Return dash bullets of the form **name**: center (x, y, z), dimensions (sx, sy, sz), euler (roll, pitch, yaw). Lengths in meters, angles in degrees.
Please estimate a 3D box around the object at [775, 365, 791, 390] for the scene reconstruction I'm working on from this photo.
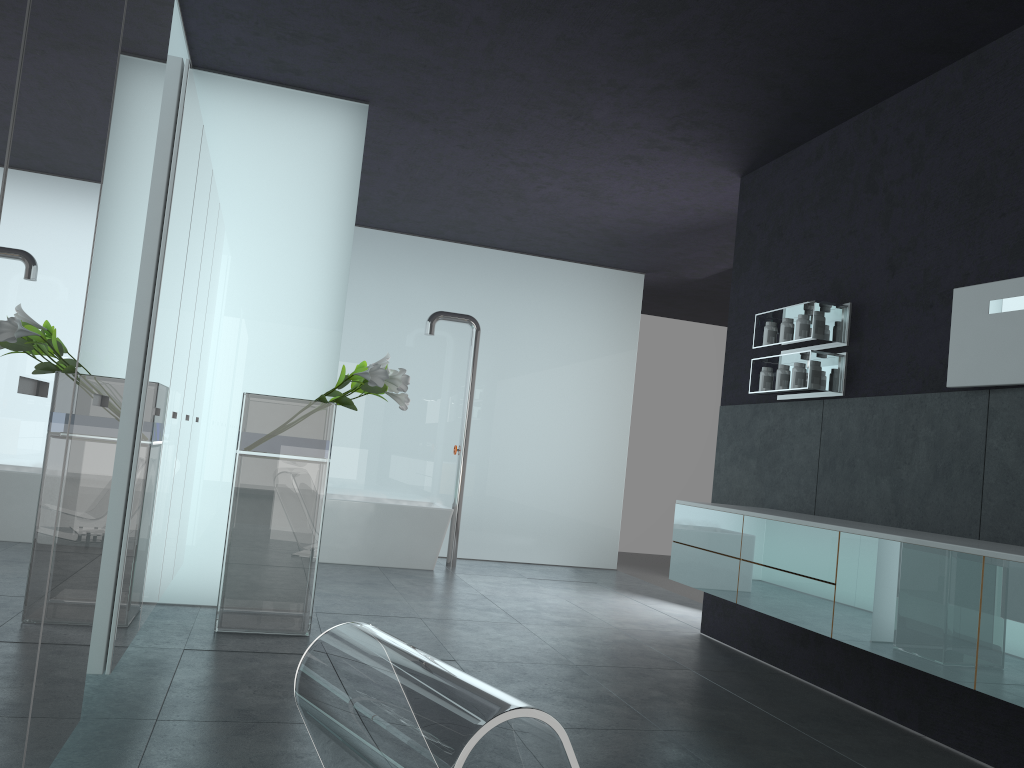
- **object**: center (1.879, -0.038, 6.142), dimensions (0.096, 0.184, 0.068), euler (6, -4, -6)

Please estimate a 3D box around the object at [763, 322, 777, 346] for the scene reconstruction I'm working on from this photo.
- **object**: center (1.856, -0.351, 6.369), dimensions (0.096, 0.184, 0.068), euler (8, -4, -23)

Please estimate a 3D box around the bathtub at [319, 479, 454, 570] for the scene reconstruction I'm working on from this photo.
- **bathtub**: center (-1.708, 1.464, 9.586), dimensions (1.979, 0.857, 0.961), euler (7, -4, -15)

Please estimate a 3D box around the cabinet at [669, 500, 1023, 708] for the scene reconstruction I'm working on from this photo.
- **cabinet**: center (2.217, 0.983, 3.634), dimensions (0.734, 0.556, 5.587), euler (7, -5, -15)

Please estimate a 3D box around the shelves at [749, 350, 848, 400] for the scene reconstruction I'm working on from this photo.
- **shelves**: center (1.945, -0.058, 6.092), dimensions (0.265, 0.284, 0.770), euler (7, -5, -15)

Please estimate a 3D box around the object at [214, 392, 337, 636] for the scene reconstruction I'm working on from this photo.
- **object**: center (-1.560, 0.841, 5.870), dimensions (0.585, 1.489, 0.575), euler (7, -4, -15)

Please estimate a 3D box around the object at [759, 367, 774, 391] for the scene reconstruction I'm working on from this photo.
- **object**: center (1.822, -0.026, 6.348), dimensions (0.096, 0.184, 0.068), euler (8, -4, -23)

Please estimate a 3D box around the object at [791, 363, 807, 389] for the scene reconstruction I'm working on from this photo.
- **object**: center (1.928, -0.048, 5.960), dimensions (0.096, 0.184, 0.068), euler (7, -4, -17)

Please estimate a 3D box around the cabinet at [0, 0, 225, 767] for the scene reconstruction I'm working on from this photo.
- **cabinet**: center (-1.408, -0.122, 2.859), dimensions (0.399, 2.212, 6.009), euler (7, -5, -15)

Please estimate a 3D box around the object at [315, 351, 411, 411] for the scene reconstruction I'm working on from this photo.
- **object**: center (-1.175, 0.104, 5.844), dimensions (1.025, 0.778, 0.974), euler (8, -5, -23)

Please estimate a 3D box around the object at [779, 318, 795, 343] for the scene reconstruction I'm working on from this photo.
- **object**: center (1.912, -0.363, 6.162), dimensions (0.096, 0.184, 0.068), euler (6, -4, -6)

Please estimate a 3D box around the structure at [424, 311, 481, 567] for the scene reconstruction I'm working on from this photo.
- **structure**: center (-0.786, 0.623, 9.866), dimensions (0.643, 2.868, 0.123), euler (7, -4, -15)

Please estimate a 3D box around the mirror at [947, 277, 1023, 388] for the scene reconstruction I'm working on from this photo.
- **mirror**: center (2.920, -0.335, 2.962), dimensions (0.109, 0.532, 3.725), euler (7, -5, -16)

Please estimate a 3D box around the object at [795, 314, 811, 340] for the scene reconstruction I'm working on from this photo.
- **object**: center (1.962, -0.373, 5.981), dimensions (0.096, 0.184, 0.068), euler (7, -4, -17)

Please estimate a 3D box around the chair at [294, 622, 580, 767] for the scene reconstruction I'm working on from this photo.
- **chair**: center (0.219, 0.999, 1.872), dimensions (1.263, 0.870, 0.629), euler (9, -5, -33)

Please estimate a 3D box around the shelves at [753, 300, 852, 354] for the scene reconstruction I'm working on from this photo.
- **shelves**: center (1.979, -0.383, 6.113), dimensions (0.265, 0.284, 0.770), euler (7, -5, -15)
